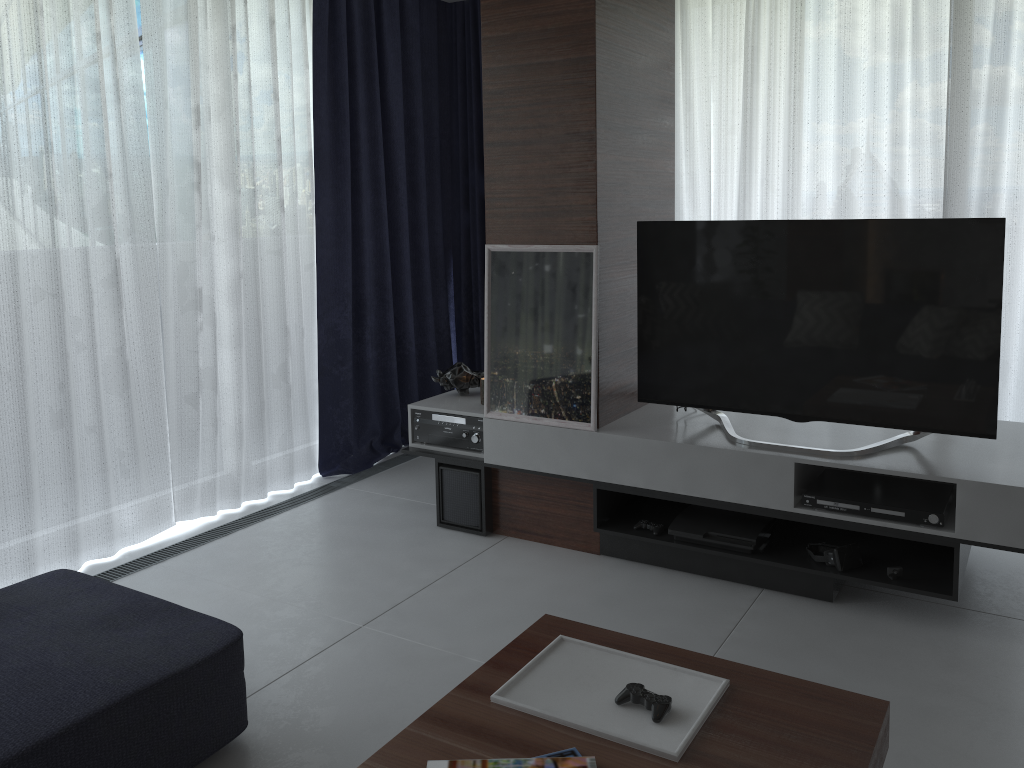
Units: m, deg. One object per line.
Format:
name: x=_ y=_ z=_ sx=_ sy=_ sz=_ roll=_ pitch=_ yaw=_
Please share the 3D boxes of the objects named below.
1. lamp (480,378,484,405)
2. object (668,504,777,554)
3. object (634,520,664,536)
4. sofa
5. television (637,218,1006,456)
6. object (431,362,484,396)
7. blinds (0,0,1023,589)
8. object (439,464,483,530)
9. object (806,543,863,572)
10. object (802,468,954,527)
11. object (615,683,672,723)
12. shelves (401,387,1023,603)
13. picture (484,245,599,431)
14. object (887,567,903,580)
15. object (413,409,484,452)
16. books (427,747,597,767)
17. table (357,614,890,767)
lamp: x=-0.093 y=-0.010 z=3.798 sx=0.077 sy=0.209 sz=0.155 roll=-2 pitch=8 yaw=-10
object: x=0.782 y=0.527 z=3.266 sx=0.315 sy=0.066 sz=0.317 roll=6 pitch=13 yaw=31
object: x=0.520 y=0.536 z=3.328 sx=0.113 sy=0.036 sz=0.071 roll=9 pitch=15 yaw=44
sofa: x=-0.788 y=0.821 z=1.235 sx=2.880 sy=0.601 sz=1.918 roll=6 pitch=13 yaw=31
television: x=1.023 y=-0.186 z=3.115 sx=1.233 sy=0.778 sz=0.300 roll=5 pitch=9 yaw=31
object: x=-0.214 y=-0.028 z=4.049 sx=0.311 sy=0.148 sz=0.139 roll=-3 pitch=9 yaw=-11
blinds: x=0.148 y=-0.275 z=1.187 sx=5.818 sy=2.741 sz=7.203 roll=6 pitch=13 yaw=35
object: x=-0.153 y=0.457 z=3.803 sx=0.214 sy=0.248 sz=0.257 roll=4 pitch=10 yaw=31
object: x=1.089 y=0.567 z=3.017 sx=0.117 sy=0.078 sz=0.185 roll=-6 pitch=12 yaw=-28
object: x=1.237 y=0.380 z=2.978 sx=0.431 sy=0.052 sz=0.339 roll=6 pitch=13 yaw=31
object: x=0.268 y=0.633 z=1.774 sx=0.113 sy=0.036 sz=0.071 roll=9 pitch=15 yaw=44
shelves: x=0.749 y=0.371 z=3.598 sx=2.356 sy=0.494 sz=0.882 roll=6 pitch=12 yaw=31
picture: x=0.106 y=-0.191 z=3.443 sx=0.501 sy=0.693 sz=0.053 roll=4 pitch=8 yaw=32
object: x=1.239 y=0.612 z=2.858 sx=0.044 sy=0.043 sz=0.044 roll=4 pitch=10 yaw=32
object: x=-0.183 y=0.173 z=3.911 sx=0.370 sy=0.148 sz=0.372 roll=5 pitch=12 yaw=31
books: x=3.872 y=0.867 z=0.761 sx=8.235 sy=0.369 sz=0.410 roll=1 pitch=9 yaw=10
table: x=0.218 y=0.841 z=1.675 sx=0.802 sy=0.348 sz=0.813 roll=5 pitch=12 yaw=31
